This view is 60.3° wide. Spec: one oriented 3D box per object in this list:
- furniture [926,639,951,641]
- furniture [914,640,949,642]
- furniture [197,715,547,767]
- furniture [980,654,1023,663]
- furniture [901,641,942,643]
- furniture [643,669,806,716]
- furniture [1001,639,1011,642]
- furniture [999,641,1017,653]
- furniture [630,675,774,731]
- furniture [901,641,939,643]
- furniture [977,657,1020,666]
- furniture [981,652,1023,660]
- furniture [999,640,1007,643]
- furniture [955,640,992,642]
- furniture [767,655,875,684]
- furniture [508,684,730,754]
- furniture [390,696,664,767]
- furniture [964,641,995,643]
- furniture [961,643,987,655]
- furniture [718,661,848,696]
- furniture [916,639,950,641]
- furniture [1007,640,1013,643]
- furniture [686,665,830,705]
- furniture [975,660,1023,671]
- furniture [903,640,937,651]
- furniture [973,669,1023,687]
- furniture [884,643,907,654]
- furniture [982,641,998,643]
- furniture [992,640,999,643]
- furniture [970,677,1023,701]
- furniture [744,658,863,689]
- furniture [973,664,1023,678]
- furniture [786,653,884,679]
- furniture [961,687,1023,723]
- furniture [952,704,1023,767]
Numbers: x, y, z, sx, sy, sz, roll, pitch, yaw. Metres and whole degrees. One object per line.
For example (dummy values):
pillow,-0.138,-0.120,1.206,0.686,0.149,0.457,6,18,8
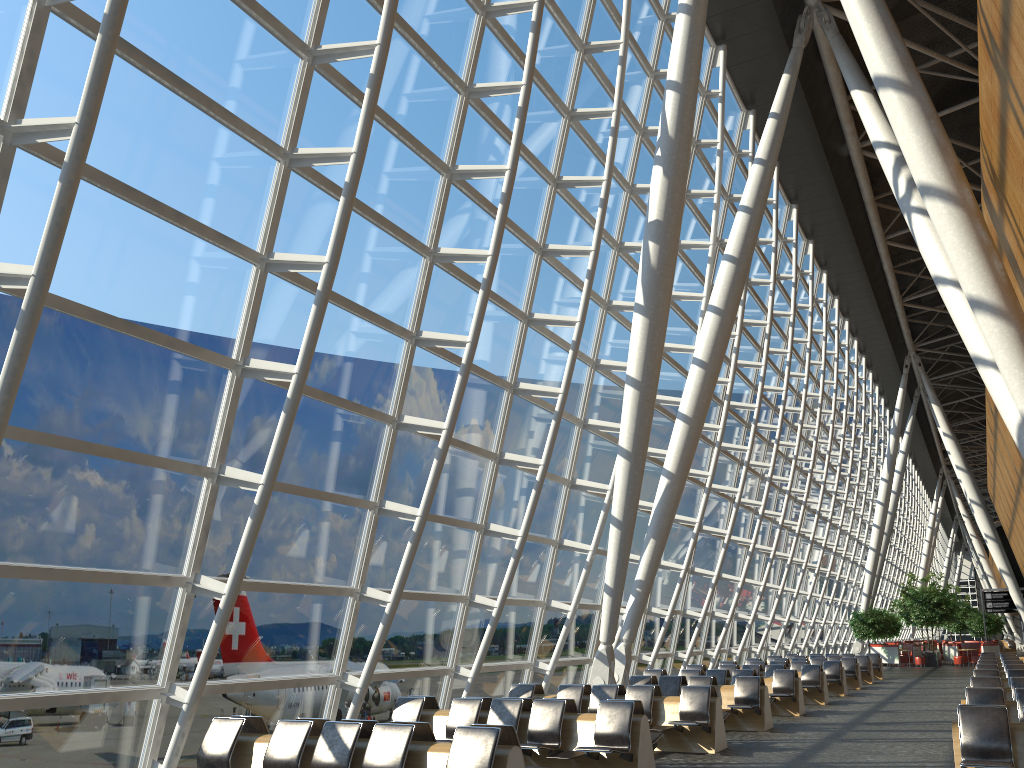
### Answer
furniture,41.231,25.418,86.214,3.270,0.851,1.688,-9,-17,27
furniture,38.401,23.955,81.000,3.270,0.851,1.688,-9,-17,27
furniture,-1.403,3.385,7.687,3.270,0.851,1.688,-9,-17,27
furniture,14.943,8.470,26.171,1.908,0.851,1.688,-9,-17,27
furniture,32.739,21.029,70.572,3.270,0.851,1.688,-9,-17,27
furniture,4.259,6.310,18.114,3.270,0.851,1.688,-9,-17,27
furniture,40.593,21.726,73.415,1.908,0.851,1.688,-9,-17,27
furniture,34.932,18.800,62.988,1.908,0.851,1.688,-9,-17,27
furniture,2.843,5.579,15.507,3.270,0.851,1.688,-9,-17,27
furniture,31.324,20.298,67.966,3.270,0.851,1.688,-9,-17,27
furniture,13.528,7.738,23.564,1.908,0.851,1.688,-9,-17,27
furniture,16.358,9.201,28.777,1.908,0.851,1.688,-9,-17,27
furniture,37.762,20.263,68.201,1.908,0.851,1.688,-9,-17,27
furniture,28.005,16.122,53.610,2.832,0.989,0.907,5,-14,-19
furniture,9.920,9.236,28.542,3.270,0.851,1.688,-9,-17,27
furniture,1.428,4.848,12.900,3.270,0.851,1.688,-9,-17,27
furniture,0.013,4.116,10.294,3.270,0.851,1.688,-9,-17,27
furniture,26.553,15.169,50.235,0.888,0.986,2.894,0,-16,-4
furniture,23.017,13.342,43.722,0.888,0.986,2.894,0,-16,-4
furniture,7.089,7.773,23.328,3.270,0.851,1.688,-9,-17,27
furniture,39.816,24.687,83.607,3.270,0.851,1.688,-9,-17,27
furniture,36.347,19.531,65.595,1.908,0.851,1.688,-9,-17,27
furniture,5.674,7.042,20.721,3.270,0.851,1.688,-9,-17,27
furniture,12.112,7.007,20.957,1.908,0.851,1.688,-9,-17,27
furniture,27.364,17.628,58.781,2.832,0.989,0.907,5,-14,-19
furniture,9.282,5.544,15.743,1.908,0.851,1.688,-9,-17,27
furniture,21.526,14.850,48.852,0.888,0.986,2.894,0,-16,-4
furniture,25.631,14.383,47.467,0.897,0.987,2.863,-12,-19,39
furniture,30.209,16.651,55.559,0.893,0.987,2.880,-7,-17,24
furniture,7.867,4.813,13.136,1.908,0.851,1.688,-9,-17,27
furniture,8.505,8.505,25.935,3.270,0.851,1.688,-9,-17,27
furniture,10.697,6.275,18.350,1.908,0.851,1.688,-9,-17,27
furniture,11.335,9.968,31.149,3.270,0.851,1.688,-9,-17,27
furniture,6.451,4.081,10.529,1.908,0.851,1.688,-9,-17,27
furniture,5.036,3.350,7.922,1.908,0.851,1.688,-9,-17,27
